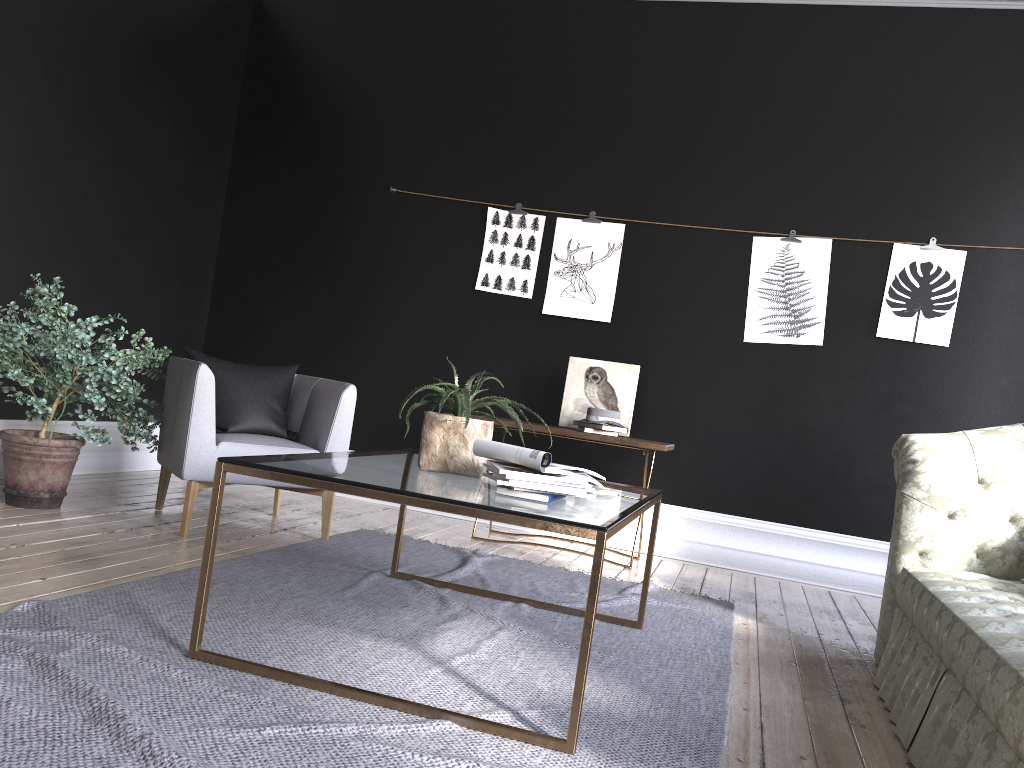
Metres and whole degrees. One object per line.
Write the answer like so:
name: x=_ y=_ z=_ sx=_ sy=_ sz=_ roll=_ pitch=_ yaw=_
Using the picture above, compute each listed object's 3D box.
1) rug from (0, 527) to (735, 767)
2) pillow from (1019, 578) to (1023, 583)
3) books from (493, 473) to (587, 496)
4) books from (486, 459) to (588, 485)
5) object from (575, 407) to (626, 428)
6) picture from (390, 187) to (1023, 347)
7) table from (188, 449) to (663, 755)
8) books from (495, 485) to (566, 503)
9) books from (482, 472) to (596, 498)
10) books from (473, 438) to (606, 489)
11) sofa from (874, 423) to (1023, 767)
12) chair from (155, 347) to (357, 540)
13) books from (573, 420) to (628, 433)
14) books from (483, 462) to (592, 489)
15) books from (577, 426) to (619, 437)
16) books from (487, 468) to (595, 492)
rug: x=-0.339 y=0.831 z=2.989 sx=2.104 sy=0.050 sz=3.648 roll=8 pitch=-1 yaw=16
pillow: x=2.028 y=0.545 z=2.794 sx=0.528 sy=0.416 sz=1.106 roll=8 pitch=-1 yaw=15
books: x=0.074 y=0.292 z=2.628 sx=0.252 sy=0.011 sz=0.318 roll=8 pitch=-1 yaw=-3
books: x=0.066 y=0.259 z=2.621 sx=0.252 sy=0.011 sz=0.318 roll=8 pitch=-1 yaw=-8
object: x=0.529 y=0.191 z=5.146 sx=0.328 sy=0.087 sz=0.258 roll=9 pitch=-1 yaw=-19
picture: x=1.238 y=-0.680 z=5.560 sx=4.454 sy=0.771 sz=0.058 roll=8 pitch=0 yaw=15
table: x=-0.144 y=0.590 z=2.994 sx=1.092 sy=0.558 sz=1.450 roll=8 pitch=-1 yaw=15
books: x=0.060 y=0.318 z=2.607 sx=0.162 sy=0.023 sz=0.232 roll=8 pitch=-1 yaw=16
books: x=0.075 y=0.304 z=2.672 sx=0.253 sy=0.011 sz=0.318 roll=9 pitch=-1 yaw=-18
books: x=0.080 y=0.249 z=2.700 sx=0.273 sy=0.109 sz=0.321 roll=9 pitch=-1 yaw=-40
sofa: x=1.958 y=0.615 z=2.310 sx=1.605 sy=1.161 sz=2.815 roll=8 pitch=-1 yaw=16
chair: x=-1.358 y=0.292 z=4.551 sx=0.820 sy=0.863 sz=0.769 roll=9 pitch=0 yaw=-34
books: x=0.512 y=0.248 z=5.180 sx=0.193 sy=0.030 sz=0.289 roll=9 pitch=-1 yaw=-34
books: x=0.068 y=0.270 z=2.629 sx=0.253 sy=0.011 sz=0.318 roll=9 pitch=-1 yaw=-13
books: x=0.500 y=0.276 z=5.209 sx=0.203 sy=0.029 sz=0.268 roll=8 pitch=-1 yaw=-5
books: x=0.078 y=0.282 z=2.644 sx=0.253 sy=0.011 sz=0.318 roll=9 pitch=-1 yaw=-13
